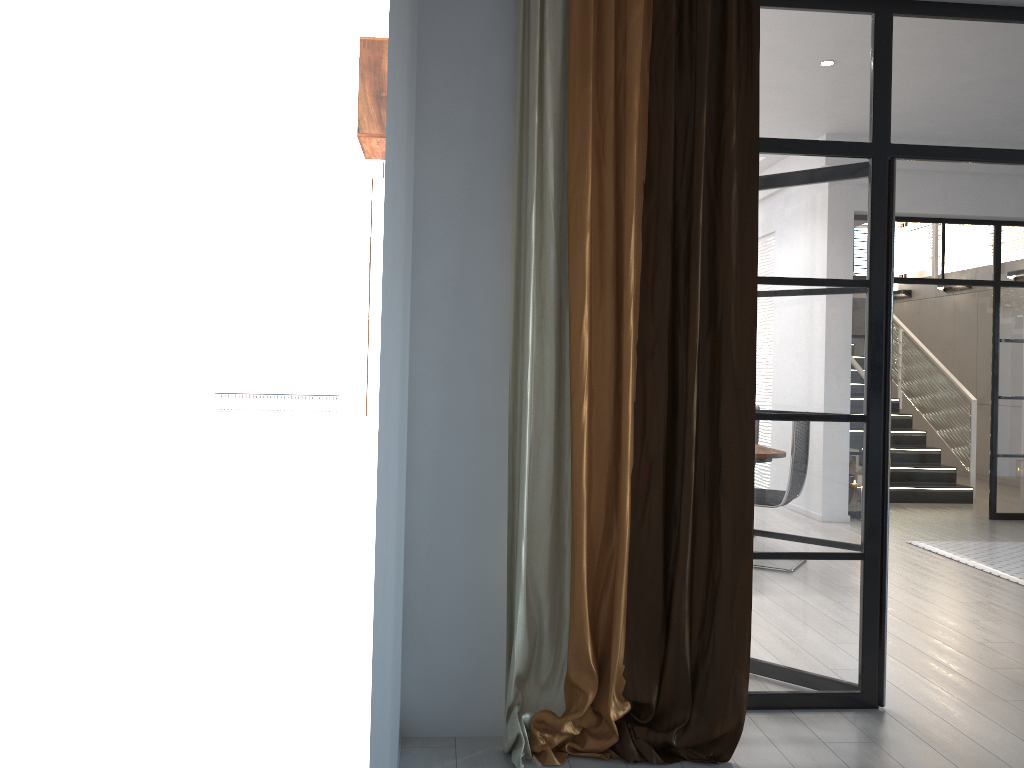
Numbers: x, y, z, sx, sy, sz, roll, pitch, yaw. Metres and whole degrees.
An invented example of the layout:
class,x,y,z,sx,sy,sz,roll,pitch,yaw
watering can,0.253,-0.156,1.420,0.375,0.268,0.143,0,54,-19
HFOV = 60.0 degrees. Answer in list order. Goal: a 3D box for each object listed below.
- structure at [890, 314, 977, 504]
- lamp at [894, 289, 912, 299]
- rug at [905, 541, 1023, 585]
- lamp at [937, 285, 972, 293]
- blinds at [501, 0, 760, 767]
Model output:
class,x,y,z,sx,sy,sz,roll,pitch,yaw
structure,4.786,-0.615,10.965,2.393,3.602,5.802,1,1,-5
lamp,5.732,-1.319,13.198,0.152,0.124,0.568,1,1,-5
rug,4.214,1.239,6.121,2.276,0.020,1.585,1,1,-5
lamp,5.854,-1.291,11.743,0.152,0.124,0.568,1,1,-5
blinds,0.407,-0.307,2.944,0.811,3.045,0.254,1,-1,-5
